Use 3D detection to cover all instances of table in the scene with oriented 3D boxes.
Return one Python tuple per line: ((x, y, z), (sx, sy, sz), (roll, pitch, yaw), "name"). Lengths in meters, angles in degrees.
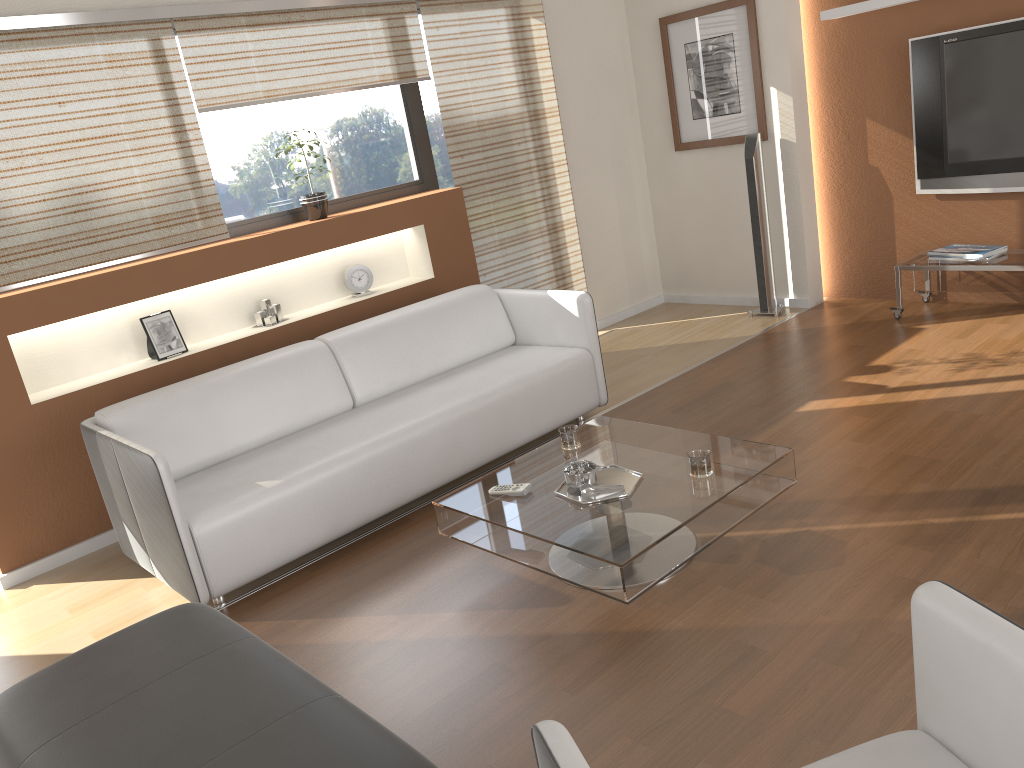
((0.366, 0.461, 3.142), (0.900, 0.300, 0.900), (-24, 21, -37), "table")

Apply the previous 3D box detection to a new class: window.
((-0.161, -1.342, 5.855), (0.889, 2.162, 0.010), (-24, 21, -37), "window")
((-1.685, -1.261, 4.514), (2.817, 0.986, 0.010), (-24, 21, -37), "window")

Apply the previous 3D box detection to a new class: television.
((2.886, -1.467, 4.594), (0.097, 0.900, 1.594), (-24, 21, -37), "television")

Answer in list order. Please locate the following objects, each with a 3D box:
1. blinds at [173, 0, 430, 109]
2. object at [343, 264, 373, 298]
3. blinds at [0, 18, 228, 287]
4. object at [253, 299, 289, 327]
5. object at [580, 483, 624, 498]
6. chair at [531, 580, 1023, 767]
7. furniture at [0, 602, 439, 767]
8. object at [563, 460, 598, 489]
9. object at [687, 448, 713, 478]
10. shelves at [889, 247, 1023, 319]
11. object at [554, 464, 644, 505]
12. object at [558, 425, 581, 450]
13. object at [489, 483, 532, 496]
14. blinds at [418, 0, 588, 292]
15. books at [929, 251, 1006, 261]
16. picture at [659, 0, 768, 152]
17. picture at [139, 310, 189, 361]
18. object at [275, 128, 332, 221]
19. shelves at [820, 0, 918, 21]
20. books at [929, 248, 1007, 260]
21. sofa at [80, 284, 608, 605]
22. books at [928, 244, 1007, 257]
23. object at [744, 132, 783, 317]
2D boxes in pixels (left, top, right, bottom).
((-1.036, -1.755, 4.657), (1.432, 0.441, 0.001), (-24, 21, -37), "blinds")
((-0.875, -0.593, 5.055), (0.160, 0.176, 0.096), (-18, 18, -23), "object")
((-2.036, -1.009, 3.871), (1.432, 1.044, 0.001), (-24, 21, -37), "blinds")
((-1.298, -0.385, 4.711), (0.141, 0.131, 0.141), (-2, 19, 27), "object")
((0.301, 0.347, 2.962), (0.147, 0.035, 0.051), (-10, 17, 2), "object")
((0.558, 0.791, 1.135), (0.767, 0.661, 0.919), (-15, 17, -13), "chair")
((-0.759, 0.928, 2.121), (0.685, 0.301, 1.291), (-24, 21, -37), "furniture")
((0.236, 0.310, 3.050), (0.117, 0.079, 0.118), (-21, 19, -31), "object")
((0.628, 0.265, 2.965), (0.079, 0.077, 0.079), (3, 21, 38), "object")
((2.893, -0.528, 4.765), (0.444, 0.340, 1.617), (-24, 21, -37), "shelves")
((0.298, 0.342, 3.032), (0.273, 0.011, 0.315), (-21, 19, -31), "object")
((0.222, 0.206, 3.413), (0.079, 0.077, 0.079), (3, 21, 38), "object")
((-0.010, 0.369, 3.105), (0.158, 0.029, 0.064), (-1, 19, 31), "object")
((0.017, -1.320, 5.649), (0.980, 2.200, 0.001), (-24, 21, -37), "blinds")
((2.577, -0.735, 5.020), (0.228, 0.017, 0.326), (-22, 20, -34), "books")
((1.318, -2.016, 5.840), (0.025, 0.884, 0.734), (-24, 21, -37), "picture")
((-1.709, -0.239, 4.333), (0.133, 0.216, 0.159), (6, 23, 43), "picture")
((-1.075, -1.117, 4.739), (0.342, 0.477, 0.268), (3, 21, 39), "object")
((2.761, -2.080, 4.341), (0.200, 0.050, 2.612), (-24, 21, -37), "shelves")
((2.575, -0.747, 5.017), (0.228, 0.017, 0.326), (-17, 18, -21), "books")
((-0.668, 0.118, 4.130), (2.238, 0.661, 0.919), (-24, 21, -37), "sofa")
((2.573, -0.759, 5.013), (0.228, 0.017, 0.326), (-19, 18, -26), "books")
((1.618, -1.025, 5.757), (0.228, 1.165, 0.215), (6, 23, 44), "object")
